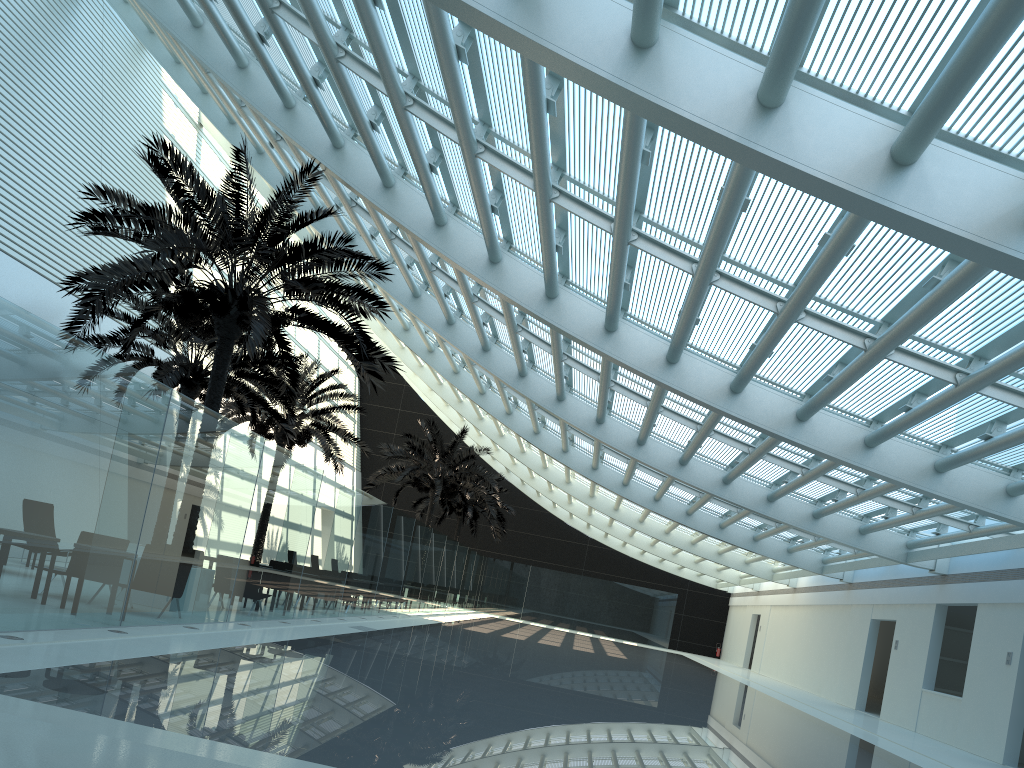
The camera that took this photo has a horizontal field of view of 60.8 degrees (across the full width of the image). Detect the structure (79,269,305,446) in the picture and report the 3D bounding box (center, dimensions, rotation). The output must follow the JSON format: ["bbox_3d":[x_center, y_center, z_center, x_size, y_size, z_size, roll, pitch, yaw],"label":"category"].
[{"bbox_3d":[-7.146,0.892,18.943,4.694,6.682,4.323,13,-6,-15],"label":"structure"}]

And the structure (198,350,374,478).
[{"bbox_3d":[-6.877,2.364,24.977,4.247,6.741,4.778,6,-8,39],"label":"structure"}]

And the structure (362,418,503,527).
[{"bbox_3d":[-3.004,4.780,32.123,4.826,6.864,4.537,11,-6,0],"label":"structure"}]

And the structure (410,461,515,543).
[{"bbox_3d":[-2.348,6.870,40.282,4.507,6.862,4.862,13,-7,-15],"label":"structure"}]

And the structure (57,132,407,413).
[{"bbox_3d":[-4.480,-0.122,12.938,4.773,6.864,4.587,8,-7,24],"label":"structure"}]
